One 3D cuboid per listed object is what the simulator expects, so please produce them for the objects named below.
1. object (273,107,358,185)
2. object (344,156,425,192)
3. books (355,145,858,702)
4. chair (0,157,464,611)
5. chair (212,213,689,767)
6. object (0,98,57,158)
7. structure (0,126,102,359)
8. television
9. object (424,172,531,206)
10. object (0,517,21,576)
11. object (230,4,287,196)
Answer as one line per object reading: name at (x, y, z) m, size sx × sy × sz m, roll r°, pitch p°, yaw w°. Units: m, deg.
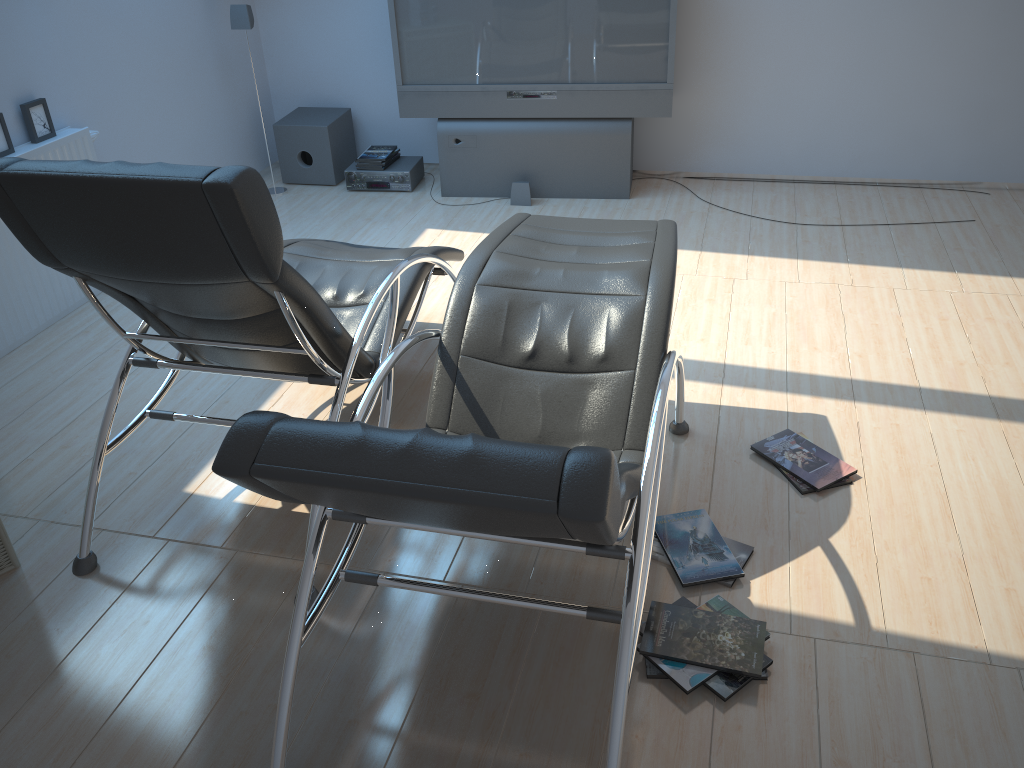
object at (-1.350, -1.650, 6.134) m, size 0.400 × 0.424 × 0.401 m, roll 5°, pitch 31°, yaw 14°
object at (-0.857, -1.423, 5.995) m, size 0.450 × 0.138 × 0.358 m, roll 3°, pitch 31°, yaw 9°
books at (0.137, -0.484, 4.242) m, size 1.045 × 0.222 × 4.790 m, roll -12°, pitch 32°, yaw -14°
chair at (-0.764, -0.394, 3.147) m, size 0.836 × 1.251 × 1.938 m, roll 5°, pitch 31°, yaw 14°
chair at (0.057, 0.078, 2.568) m, size 0.836 × 0.953 × 2.114 m, roll 5°, pitch 31°, yaw 14°
object at (-2.351, -1.082, 3.946) m, size 0.030 × 0.180 × 0.846 m, roll 5°, pitch 31°, yaw 14°
structure at (-2.296, -0.680, 4.212) m, size 0.120 × 0.800 × 1.324 m, roll 5°, pitch 31°, yaw 14°
television at (0.141, -1.907, 5.456) m, size 1.686 × 1.446 × 0.400 m, roll 3°, pitch 31°, yaw 9°
object at (-0.388, -1.306, 5.767) m, size 1.163 × 0.141 × 0.394 m, roll 24°, pitch 40°, yaw 37°
object at (-2.082, 0.376, 2.681) m, size 0.745 × 0.518 × 0.744 m, roll 25°, pitch 40°, yaw 38°
object at (-1.623, -1.805, 5.692) m, size 0.160 × 1.181 × 0.158 m, roll 5°, pitch 31°, yaw 14°
